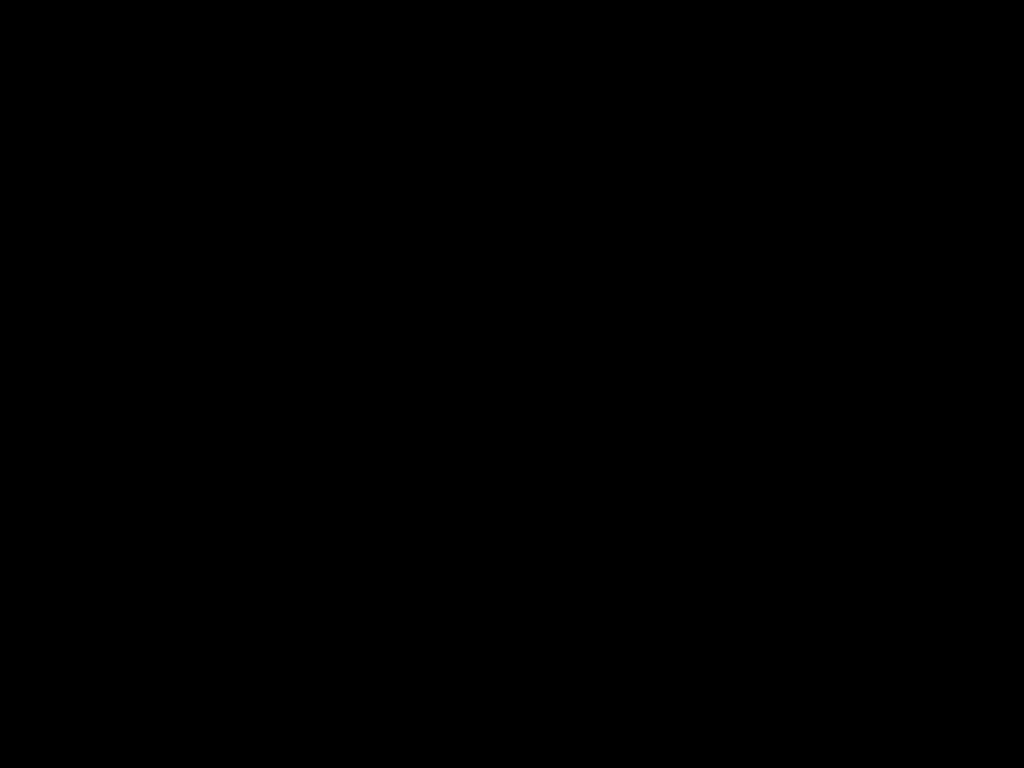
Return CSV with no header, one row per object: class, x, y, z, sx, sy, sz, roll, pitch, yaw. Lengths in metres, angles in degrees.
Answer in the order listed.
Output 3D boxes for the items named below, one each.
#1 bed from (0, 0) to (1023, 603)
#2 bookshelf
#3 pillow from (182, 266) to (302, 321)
bed,0.922,-0.189,0.521,3.009,0.994,2.087,5,-4,16
bookshelf,-0.861,-0.016,1.013,0.643,0.303,1.495,5,-4,16
pillow,-0.506,-0.224,1.266,0.470,0.241,0.498,8,-4,-19
